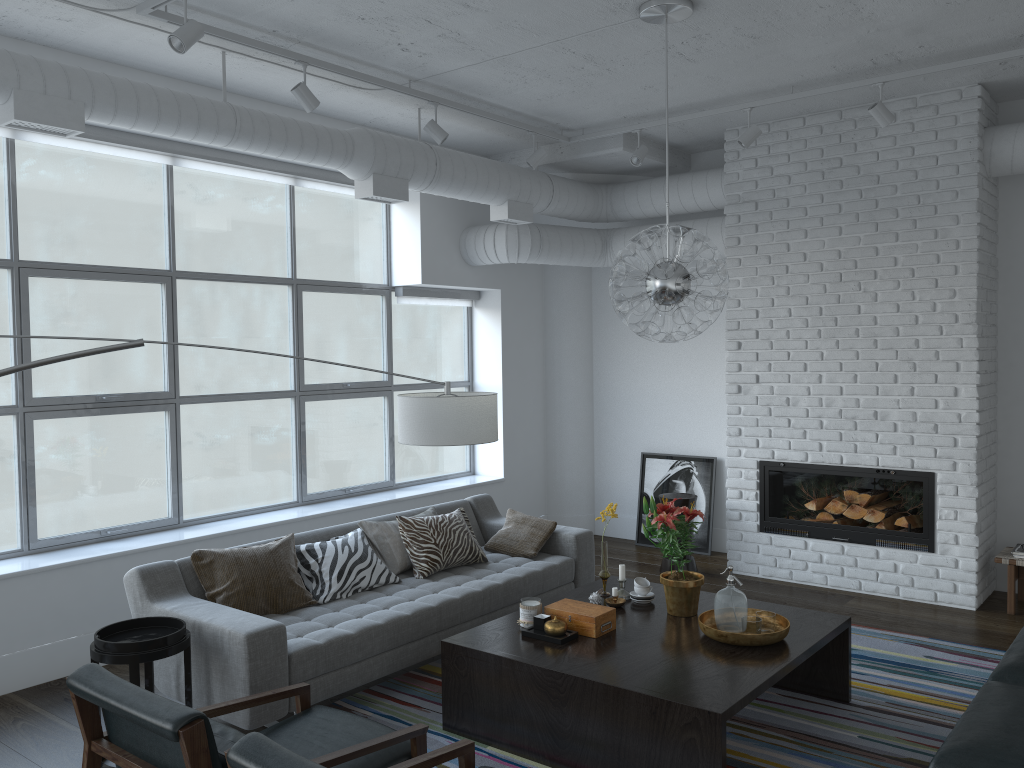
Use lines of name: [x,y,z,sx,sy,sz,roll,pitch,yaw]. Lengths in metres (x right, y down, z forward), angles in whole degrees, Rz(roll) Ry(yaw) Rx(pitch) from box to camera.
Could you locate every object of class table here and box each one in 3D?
table: [1.224,1.099,6.520,0.282,0.558,0.281,0,2,17]
table: [0.630,1.285,3.963,1.306,0.394,1.362,1,3,39]
table: [3.314,1.231,5.409,0.605,0.345,0.405,1,3,39]
table: [-1.512,1.269,3.632,0.379,0.536,0.379,-2,3,-34]

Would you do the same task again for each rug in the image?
rug: [0.682,1.489,3.885,2.735,0.012,3.760,1,3,39]

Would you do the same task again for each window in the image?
window: [-1.768,-0.302,5.787,0.107,2.340,4.566,1,3,39]

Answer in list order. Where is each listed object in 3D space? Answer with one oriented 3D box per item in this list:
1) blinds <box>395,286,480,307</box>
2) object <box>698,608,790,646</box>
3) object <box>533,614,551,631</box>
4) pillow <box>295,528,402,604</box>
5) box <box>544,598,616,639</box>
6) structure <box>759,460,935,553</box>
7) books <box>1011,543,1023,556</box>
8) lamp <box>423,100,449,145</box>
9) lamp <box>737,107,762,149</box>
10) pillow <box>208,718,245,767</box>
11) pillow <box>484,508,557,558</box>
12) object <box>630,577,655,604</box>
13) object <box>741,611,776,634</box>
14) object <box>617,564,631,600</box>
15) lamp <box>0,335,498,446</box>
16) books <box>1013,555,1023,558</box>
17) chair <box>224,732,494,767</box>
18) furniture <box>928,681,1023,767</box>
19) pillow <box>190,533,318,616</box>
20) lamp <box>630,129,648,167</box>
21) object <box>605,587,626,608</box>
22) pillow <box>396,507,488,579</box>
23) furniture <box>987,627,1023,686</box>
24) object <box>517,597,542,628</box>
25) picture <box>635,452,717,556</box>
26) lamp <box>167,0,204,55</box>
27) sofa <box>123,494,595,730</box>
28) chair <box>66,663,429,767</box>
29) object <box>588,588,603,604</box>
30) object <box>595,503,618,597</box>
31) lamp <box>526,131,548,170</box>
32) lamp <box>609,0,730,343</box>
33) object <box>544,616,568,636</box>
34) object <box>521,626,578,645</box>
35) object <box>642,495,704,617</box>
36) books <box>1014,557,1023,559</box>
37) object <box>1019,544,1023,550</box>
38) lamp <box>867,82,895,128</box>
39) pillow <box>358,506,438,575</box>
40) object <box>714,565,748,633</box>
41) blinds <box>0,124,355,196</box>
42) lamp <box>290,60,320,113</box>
blinds: [-0.587,-0.702,7.155,0.086,0.130,0.903,1,3,39]
object: [0.999,1.052,3.826,0.383,0.068,0.383,-1,2,-9]
object: [0.134,1.051,3.912,0.058,0.055,0.058,1,3,39]
pillow: [-0.901,0.971,4.723,0.346,0.283,0.578,1,3,39]
box: [0.304,1.046,3.968,0.294,0.093,0.169,1,3,39]
structure: [2.408,0.826,6.195,1.168,0.578,0.675,1,3,39]
books: [3.217,1.029,5.477,0.202,0.019,0.280,1,3,36]
lamp: [-0.456,-1.575,5.311,0.154,0.285,0.087,-1,2,-7]
lamp: [1.485,-1.613,5.546,0.154,0.285,0.090,-1,2,7]
pillow: [-0.945,1.165,2.757,0.612,0.293,0.246,1,3,39]
pillow: [0.049,0.936,5.514,0.427,0.261,0.236,1,3,40]
object: [0.642,1.015,4.371,0.124,0.113,0.121,-2,3,-32]
object: [1.058,1.038,3.801,0.195,0.089,0.085,-3,3,-42]
object: [0.553,0.985,4.446,0.098,0.174,0.098,1,3,33]
lamp: [-1.094,0.659,3.587,2.162,1.738,0.432,-2,2,-17]
books: [3.212,1.044,5.468,0.171,0.011,0.306,1,3,38]
chair: [-0.159,1.214,2.382,0.678,0.698,0.983,1,3,39]
furniture: [1.691,1.282,2.745,0.583,0.476,0.827,1,3,39]
pillow: [-1.266,0.959,4.334,0.597,0.338,0.298,-3,3,-42]
lamp: [0.862,-1.622,6.041,0.095,0.285,0.154,1,3,37]
object: [0.500,1.029,4.292,0.102,0.098,0.102,-1,2,-12]
pillow: [-0.407,0.900,5.140,0.271,0.340,0.576,1,3,42]
furniture: [2.223,1.249,3.410,0.584,0.478,0.828,1,3,39]
object: [0.086,1.036,4.019,0.106,0.116,0.117,0,2,18]
picture: [1.340,0.971,7.288,0.686,0.775,0.130,1,3,39]
lamp: [-1.350,-1.500,3.662,0.095,0.285,0.154,0,2,32]
sofa: [-0.649,1.137,4.835,0.991,0.684,2.541,1,3,39]
chair: [-0.817,1.205,2.908,0.678,0.698,0.983,1,3,39]
object: [0.422,1.043,4.373,0.069,0.078,0.124,0,2,21]
object: [0.485,0.836,4.468,0.120,0.470,0.121,-2,3,-36]
lamp: [0.169,-1.613,6.077,0.154,0.285,0.087,-1,2,-2]
lamp: [0.723,-0.967,4.125,0.552,1.546,0.552,0,2,26]
object: [0.189,1.042,3.842,0.103,0.077,0.103,0,2,10]
object: [0.164,1.087,3.863,0.214,0.023,0.130,1,3,39]
object: [0.759,0.801,4.151,0.284,0.558,0.275,-1,2,1]
books: [3.221,1.055,5.475,0.172,0.011,0.273,1,3,38]
object: [3.209,1.002,5.493,0.134,0.038,0.093,-1,2,5]
lamp: [2.101,-1.605,5.054,0.154,0.285,0.097,-1,2,-11]
pillow: [-0.582,0.925,5.193,0.254,0.318,0.663,1,3,39]
object: [0.961,0.939,3.895,0.143,0.288,0.143,0,2,10]
blinds: [-2.025,-1.386,5.340,0.086,0.130,3.613,1,3,39]
lamp: [-1.061,-1.538,4.546,0.154,0.285,0.087,-3,3,-42]
